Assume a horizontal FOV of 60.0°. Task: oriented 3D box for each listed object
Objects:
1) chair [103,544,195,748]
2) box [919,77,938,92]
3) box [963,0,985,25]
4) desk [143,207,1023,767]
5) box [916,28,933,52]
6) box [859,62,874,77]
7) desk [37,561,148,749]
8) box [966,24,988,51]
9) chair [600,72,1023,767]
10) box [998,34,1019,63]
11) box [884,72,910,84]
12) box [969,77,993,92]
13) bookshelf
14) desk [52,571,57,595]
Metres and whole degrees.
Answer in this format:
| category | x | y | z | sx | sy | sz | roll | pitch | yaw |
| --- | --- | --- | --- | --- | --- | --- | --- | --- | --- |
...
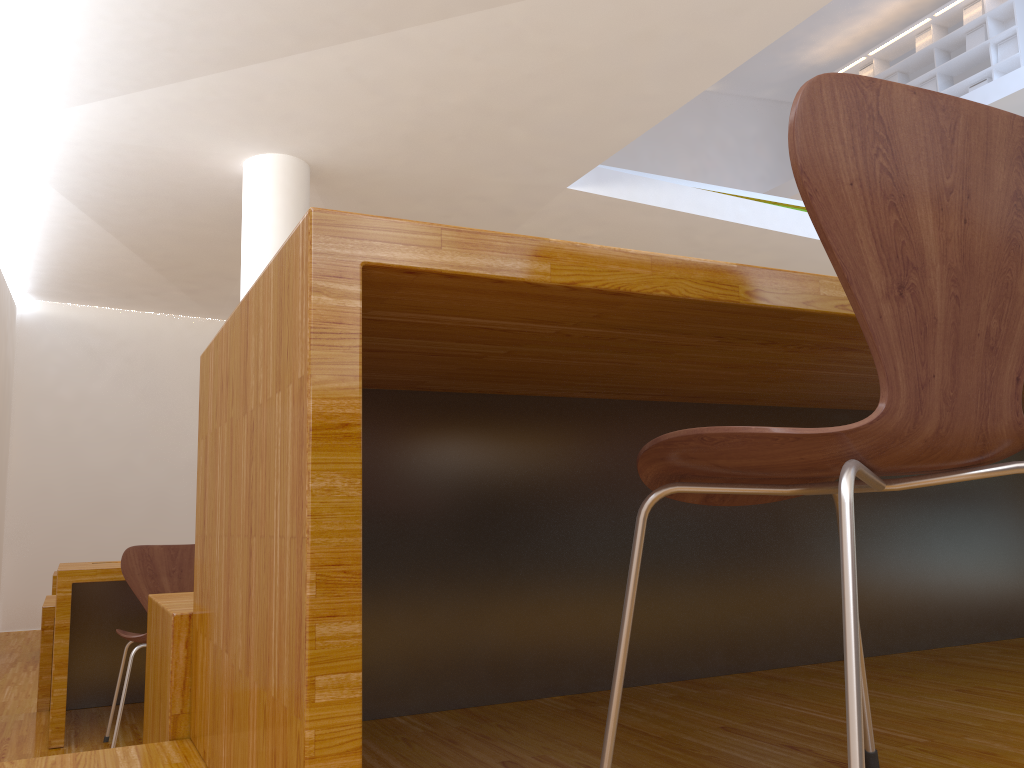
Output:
| category | x | y | z | sx | sy | sz | roll | pitch | yaw |
| --- | --- | --- | --- | --- | --- | --- | --- | --- | --- |
| chair | -1.187 | 0.913 | 3.128 | 0.428 | 0.693 | 0.381 | 3 | -10 | -26 |
| box | 5.287 | -3.652 | 11.144 | 0.274 | 0.296 | 0.245 | 3 | -10 | -26 |
| box | 5.579 | -4.405 | 10.625 | 0.274 | 0.296 | 0.245 | 3 | -10 | -26 |
| desk | 0.970 | 0.506 | 1.967 | 3.216 | 1.022 | 1.248 | 3 | -10 | -26 |
| box | 5.277 | -4.306 | 11.224 | 0.274 | 0.296 | 0.245 | 3 | -10 | -26 |
| box | 4.873 | -4.167 | 12.041 | 0.274 | 0.296 | 0.245 | 3 | -10 | -26 |
| desk | -0.537 | 1.229 | 4.449 | 3.243 | 0.785 | 1.527 | 3 | -10 | -26 |
| box | 5.586 | -4.081 | 10.576 | 0.274 | 0.296 | 0.245 | 3 | -10 | -26 |
| chair | 0.344 | 0.109 | 0.926 | 0.428 | 0.693 | 0.381 | 3 | -10 | -26 |
| box | 5.761 | -3.812 | 10.194 | 0.274 | 0.296 | 0.245 | 3 | -10 | -26 |
| box | 5.041 | -3.896 | 11.670 | 0.274 | 0.296 | 0.245 | 3 | -10 | -26 |
| box | 5.586 | -3.425 | 10.510 | 0.274 | 0.296 | 0.245 | 3 | -10 | -26 |
| bookshelf | 5.126 | -3.607 | 11.311 | 0.498 | 1.836 | 2.984 | 3 | -10 | -26 |
| desk | -2.055 | 1.810 | 7.408 | 3.185 | 0.606 | 0.760 | 3 | -10 | -26 |
